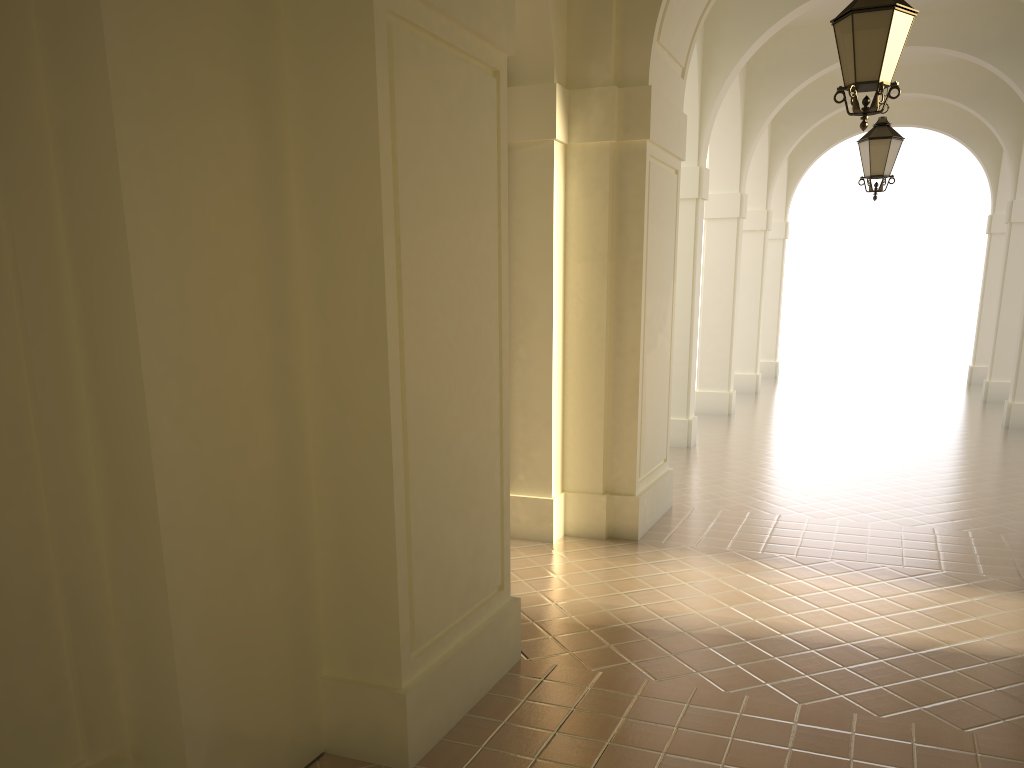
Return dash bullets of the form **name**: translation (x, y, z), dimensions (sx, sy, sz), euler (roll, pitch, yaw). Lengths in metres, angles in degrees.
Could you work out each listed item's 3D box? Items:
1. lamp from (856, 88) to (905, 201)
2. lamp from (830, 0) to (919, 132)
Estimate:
- **lamp**: translation (4.160, -3.764, 9.639), dimensions (0.507, 3.438, 0.428), euler (5, 15, 22)
- **lamp**: translation (2.222, -3.267, 5.136), dimensions (0.442, 3.438, 0.491), euler (-2, 14, -7)
